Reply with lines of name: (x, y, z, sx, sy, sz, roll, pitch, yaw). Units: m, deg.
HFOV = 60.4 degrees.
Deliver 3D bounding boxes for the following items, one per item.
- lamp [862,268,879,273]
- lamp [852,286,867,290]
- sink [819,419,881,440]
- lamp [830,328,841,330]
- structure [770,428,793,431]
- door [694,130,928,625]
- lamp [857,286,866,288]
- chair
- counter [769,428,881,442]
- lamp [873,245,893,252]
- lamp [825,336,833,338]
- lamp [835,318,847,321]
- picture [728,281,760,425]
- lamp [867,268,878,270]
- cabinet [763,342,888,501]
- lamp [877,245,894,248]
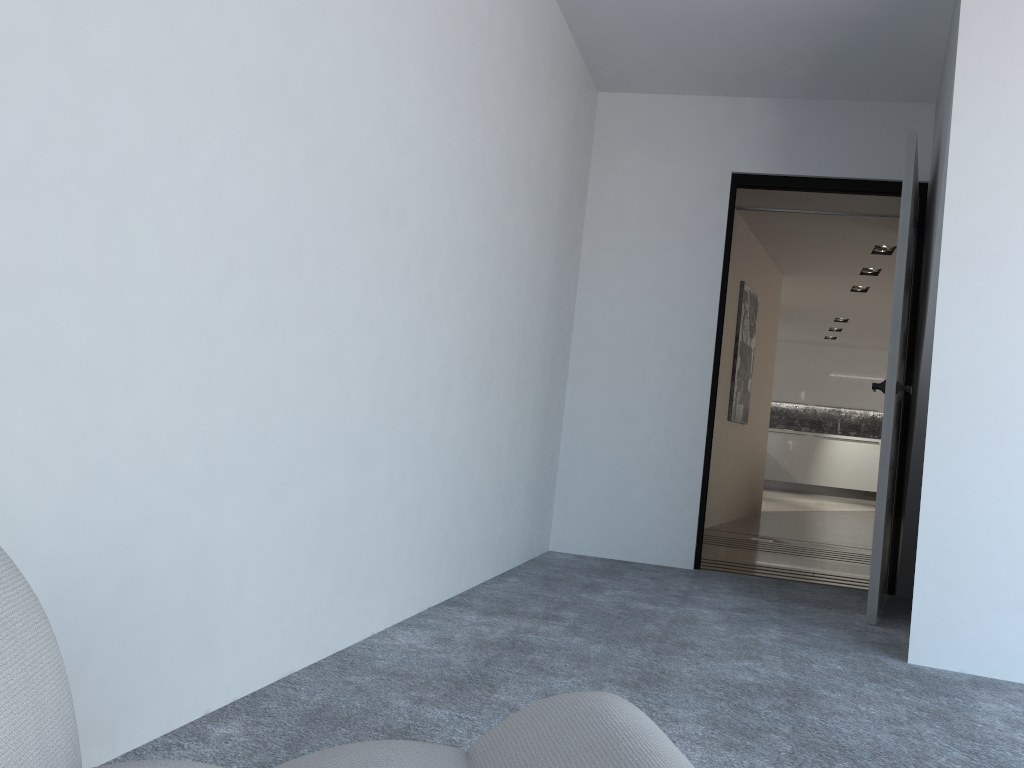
lamp: (3.572, -1.146, 8.781, 0.175, 0.077, 0.179, 6, -3, 8)
lamp: (3.844, -1.076, 9.736, 0.184, 0.077, 0.170, 7, -3, -22)
sink: (5.632, 0.864, 14.729, 1.129, 0.521, 0.519, 6, -3, 12)
lamp: (4.780, -0.834, 13.011, 0.178, 0.077, 0.175, 6, -3, -4)
structure: (4.463, 0.767, 14.944, 0.610, 0.011, 0.578, 5, -3, 13)
door: (1.418, -0.066, 4.112, 0.979, 2.096, 0.999, 6, -4, 13)
lamp: (3.794, -1.089, 9.559, 0.171, 0.077, 0.182, 5, -3, 19)
chair: (-0.270, 0.289, 0.552, 0.979, 0.728, 0.586, 7, -3, -13)
counter: (4.985, 0.800, 13.824, 3.946, 0.041, 2.747, 5, -3, 12)
lamp: (3.302, -1.215, 7.837, 0.175, 0.077, 0.179, 6, -3, 8)
lamp: (5.052, -0.765, 13.959, 0.182, 0.077, 0.171, 7, -3, -16)
lamp: (4.510, -0.904, 12.059, 0.178, 0.077, 0.175, 6, -3, -4)
picture: (2.015, -0.245, 7.620, 0.028, 1.167, 0.780, 5, -4, 25)
lamp: (3.521, -1.159, 8.604, 0.171, 0.077, 0.182, 5, -3, 19)
cabinet: (6.155, 0.603, 12.722, 6.776, 2.504, 4.538, 5, -3, 12)
lamp: (3.252, -1.228, 7.660, 0.171, 0.077, 0.182, 5, -3, 19)
